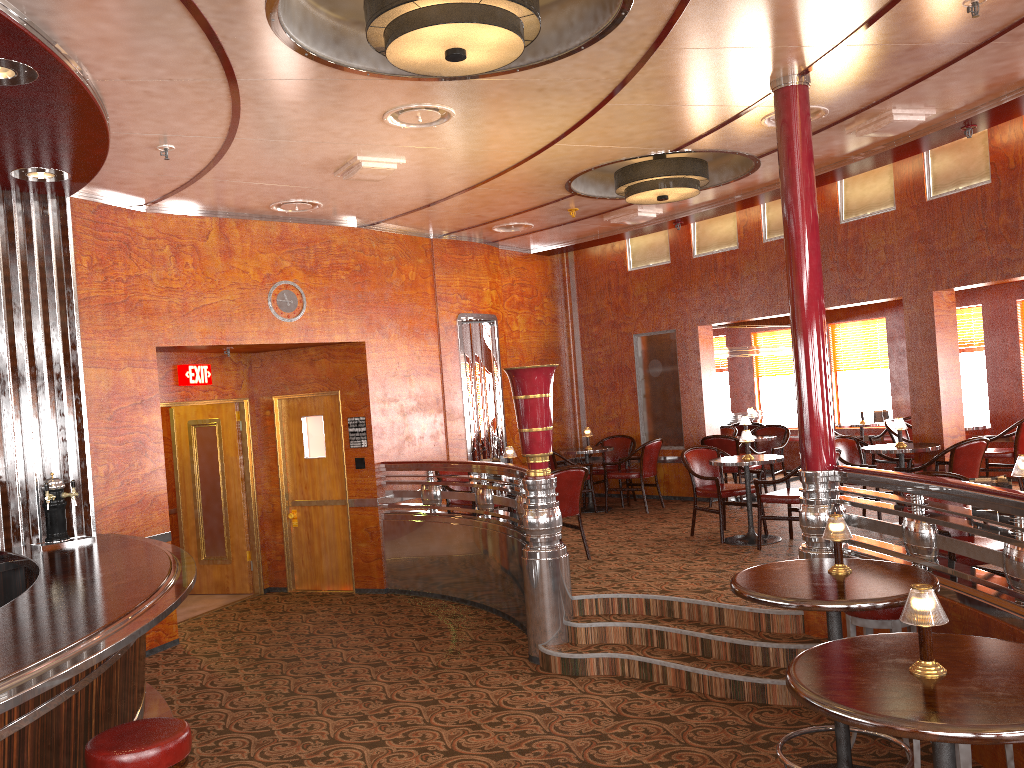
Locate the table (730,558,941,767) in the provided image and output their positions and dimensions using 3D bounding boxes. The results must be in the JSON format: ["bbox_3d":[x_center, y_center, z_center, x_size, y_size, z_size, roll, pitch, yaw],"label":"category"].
[{"bbox_3d":[1.411,1.311,3.823,0.849,0.960,0.849,-4,0,2],"label":"table"}]

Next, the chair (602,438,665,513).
[{"bbox_3d":[1.428,1.030,10.092,0.615,0.817,0.587,-4,0,37],"label":"chair"}]

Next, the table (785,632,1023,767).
[{"bbox_3d":[1.269,1.312,2.568,0.850,0.960,0.849,-4,0,24],"label":"table"}]

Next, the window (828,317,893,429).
[{"bbox_3d":[4.649,-0.131,11.742,0.150,1.436,0.839,-5,0,-37],"label":"window"}]

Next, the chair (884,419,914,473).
[{"bbox_3d":[4.538,0.790,9.935,0.587,0.817,0.615,-4,0,-43],"label":"chair"}]

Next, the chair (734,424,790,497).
[{"bbox_3d":[3.023,0.912,10.625,0.588,0.817,0.615,-4,0,42],"label":"chair"}]

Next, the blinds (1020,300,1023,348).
[{"bbox_3d":[5.933,-0.370,9.593,0.050,1.174,0.804,-5,0,-26],"label":"blinds"}]

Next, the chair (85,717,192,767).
[{"bbox_3d":[-1.298,1.615,3.150,0.350,0.755,0.350,-4,0,-27],"label":"chair"}]

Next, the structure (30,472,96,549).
[{"bbox_3d":[-3.159,0.884,6.177,0.281,0.540,0.360,-4,0,42],"label":"structure"}]

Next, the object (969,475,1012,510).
[{"bbox_3d":[2.319,0.524,4.209,0.195,0.156,0.169,-4,0,-8],"label":"object"}]

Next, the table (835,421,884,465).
[{"bbox_3d":[4.470,0.855,11.277,0.640,0.720,0.639,-4,0,2],"label":"table"}]

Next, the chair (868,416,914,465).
[{"bbox_3d":[4.732,0.782,10.715,0.587,0.817,0.615,-4,0,-10],"label":"chair"}]

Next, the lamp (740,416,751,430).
[{"bbox_3d":[2.712,0.495,10.291,0.130,0.250,0.130,-4,0,-21],"label":"lamp"}]

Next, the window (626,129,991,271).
[{"bbox_3d":[3.438,-1.841,5.416,1.956,0.480,11.950,-4,0,-10],"label":"window"}]

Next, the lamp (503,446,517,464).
[{"bbox_3d":[-0.015,0.686,8.023,0.130,0.250,0.130,-5,0,-39],"label":"lamp"}]

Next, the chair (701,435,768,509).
[{"bbox_3d":[2.462,0.949,9.921,0.588,0.817,0.615,-4,0,42],"label":"chair"}]

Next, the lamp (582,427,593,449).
[{"bbox_3d":[0.891,0.635,10.413,0.130,0.250,0.130,-4,0,-21],"label":"lamp"}]

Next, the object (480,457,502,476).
[{"bbox_3d":[-0.165,0.744,7.974,0.195,0.156,0.169,-4,0,17],"label":"object"}]

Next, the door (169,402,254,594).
[{"bbox_3d":[-3.107,1.177,9.163,0.808,1.983,0.063,-4,0,17],"label":"door"}]

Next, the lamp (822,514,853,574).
[{"bbox_3d":[1.436,0.703,3.909,0.130,0.250,0.130,-4,0,33],"label":"lamp"}]

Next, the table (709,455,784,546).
[{"bbox_3d":[2.075,1.010,7.764,0.639,0.720,0.640,-4,0,-39],"label":"table"}]

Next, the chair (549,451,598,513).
[{"bbox_3d":[0.552,1.098,10.195,0.615,0.817,0.588,-4,0,-33],"label":"chair"}]

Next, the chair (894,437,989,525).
[{"bbox_3d":[3.597,0.842,7.316,0.587,0.817,0.615,-4,0,-28],"label":"chair"}]

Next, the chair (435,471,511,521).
[{"bbox_3d":[-0.388,1.156,8.505,0.615,0.817,0.587,-4,0,42],"label":"chair"}]

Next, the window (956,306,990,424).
[{"bbox_3d":[5.373,-0.195,10.714,0.040,1.420,0.820,-5,0,-32],"label":"window"}]

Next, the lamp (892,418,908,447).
[{"bbox_3d":[3.409,0.422,7.796,0.130,0.250,0.130,-4,0,-12],"label":"lamp"}]

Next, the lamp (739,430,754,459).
[{"bbox_3d":[2.051,0.525,7.740,0.130,0.250,0.130,-4,0,-21],"label":"lamp"}]

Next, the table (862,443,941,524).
[{"bbox_3d":[3.442,0.906,7.791,0.639,0.720,0.640,-4,0,-39],"label":"table"}]

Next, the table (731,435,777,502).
[{"bbox_3d":[2.760,0.978,10.273,0.639,0.720,0.640,-4,0,-39],"label":"table"}]

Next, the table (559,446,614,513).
[{"bbox_3d":[0.902,1.121,10.420,0.639,0.720,0.640,-4,0,-39],"label":"table"}]

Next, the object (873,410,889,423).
[{"bbox_3d":[4.588,0.404,11.035,0.169,0.156,0.195,-4,0,15],"label":"object"}]

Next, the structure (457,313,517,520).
[{"bbox_3d":[-0.270,0.387,9.895,0.557,2.354,0.811,-4,0,44],"label":"structure"}]

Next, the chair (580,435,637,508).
[{"bbox_3d":[1.215,1.052,10.811,0.588,0.817,0.615,-4,0,32],"label":"chair"}]

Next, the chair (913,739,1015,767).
[{"bbox_3d":[1.668,1.389,3.280,0.350,0.755,0.350,-4,0,-27],"label":"chair"}]

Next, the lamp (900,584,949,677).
[{"bbox_3d":[1.198,0.710,2.573,0.130,0.250,0.130,-4,0,42],"label":"lamp"}]

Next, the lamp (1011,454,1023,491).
[{"bbox_3d":[2.482,0.465,4.273,0.130,0.250,0.130,-4,0,-21],"label":"lamp"}]

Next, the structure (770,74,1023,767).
[{"bbox_3d":[1.961,-0.062,3.368,0.549,3.605,4.354,-4,0,-3],"label":"structure"}]

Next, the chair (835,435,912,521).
[{"bbox_3d":[3.239,0.875,8.103,0.587,0.817,0.615,-4,0,-33],"label":"chair"}]

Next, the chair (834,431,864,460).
[{"bbox_3d":[4.015,0.840,11.161,0.615,0.817,0.588,-4,0,-10],"label":"chair"}]

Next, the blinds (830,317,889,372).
[{"bbox_3d":[4.597,-0.508,11.722,0.050,0.661,0.804,-5,0,-37],"label":"blinds"}]

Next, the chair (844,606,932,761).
[{"bbox_3d":[1.809,1.387,4.305,0.350,0.755,0.350,-4,0,38],"label":"chair"}]

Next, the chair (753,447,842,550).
[{"bbox_3d":[2.399,0.933,7.294,0.587,0.817,0.615,-4,0,-43],"label":"chair"}]

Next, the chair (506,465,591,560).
[{"bbox_3d":[0.349,1.092,7.525,0.587,0.817,0.615,-4,0,-33],"label":"chair"}]

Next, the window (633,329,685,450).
[{"bbox_3d":[1.888,0.075,10.887,0.257,1.440,0.807,-5,0,-43],"label":"window"}]

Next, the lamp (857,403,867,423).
[{"bbox_3d":[4.441,0.370,11.246,0.130,0.250,0.130,-4,0,16],"label":"lamp"}]

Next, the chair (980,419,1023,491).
[{"bbox_3d":[5.188,0.736,9.314,0.587,0.817,0.615,-4,0,-43],"label":"chair"}]

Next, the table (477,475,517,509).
[{"bbox_3d":[0.025,1.169,8.023,0.639,0.720,0.640,-4,0,-39],"label":"table"}]

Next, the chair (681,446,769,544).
[{"bbox_3d":[1.898,0.978,8.110,0.587,0.817,0.615,-4,0,-28],"label":"chair"}]

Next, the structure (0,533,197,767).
[{"bbox_3d":[-3.249,1.614,2.620,3.208,1.047,7.807,-5,0,22],"label":"structure"}]

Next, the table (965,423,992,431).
[{"bbox_3d":[4.862,0.811,9.615,0.640,0.720,0.639,-4,0,33],"label":"table"}]

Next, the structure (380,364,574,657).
[{"bbox_3d":[-0.334,0.939,7.429,0.623,2.024,3.170,-5,0,-28],"label":"structure"}]

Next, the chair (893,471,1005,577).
[{"bbox_3d":[2.459,0.909,4.853,0.588,0.817,0.615,-4,0,-8],"label":"chair"}]

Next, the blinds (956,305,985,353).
[{"bbox_3d":[5.301,-0.632,10.688,0.057,0.539,0.804,-5,0,-32],"label":"blinds"}]

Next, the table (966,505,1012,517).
[{"bbox_3d":[2.564,0.945,4.257,0.639,0.720,0.640,-4,0,-7],"label":"table"}]
